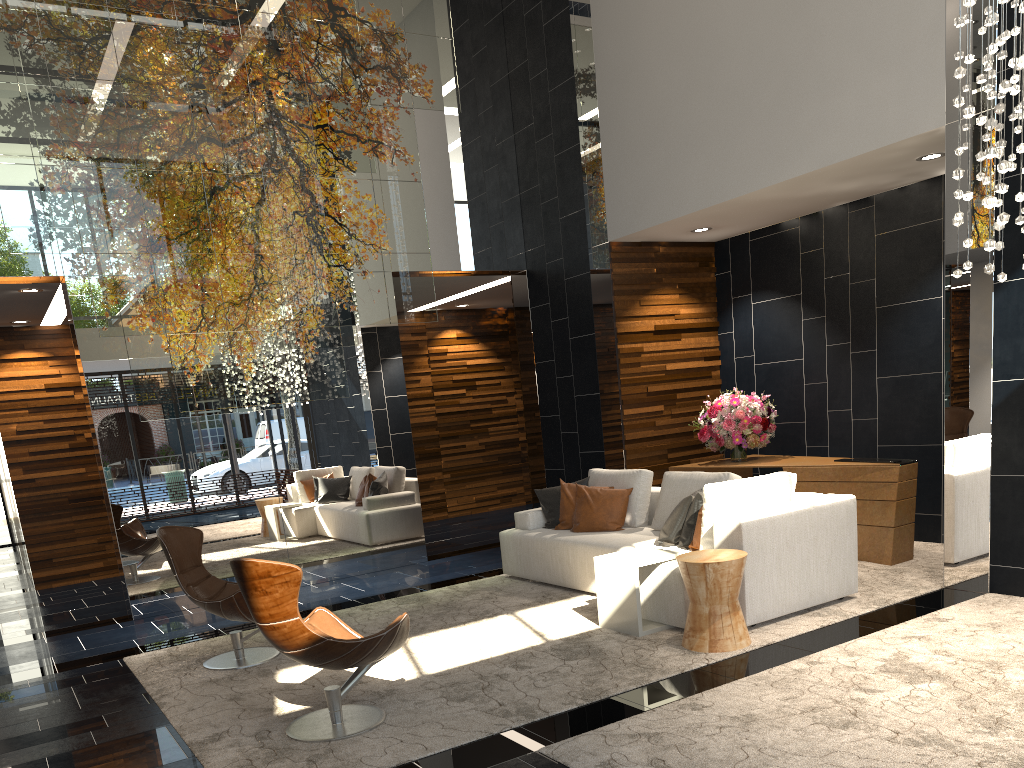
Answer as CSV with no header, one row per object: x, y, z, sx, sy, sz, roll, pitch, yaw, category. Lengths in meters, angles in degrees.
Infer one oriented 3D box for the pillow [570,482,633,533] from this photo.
0.688,0.974,6.789,0.522,0.426,0.258,-4,8,29,pillow

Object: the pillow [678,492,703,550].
1.270,0.903,5.775,0.256,0.426,0.537,-2,5,27,pillow

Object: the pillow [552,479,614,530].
0.578,0.966,6.978,0.551,0.445,0.233,-4,9,24,pillow

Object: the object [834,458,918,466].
2.842,0.599,6.714,0.238,0.027,0.702,-6,-1,-21,object

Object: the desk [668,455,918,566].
2.501,1.036,7.451,0.972,0.770,2.228,-8,1,-32,desk

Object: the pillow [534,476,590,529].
0.444,0.987,7.150,0.556,0.429,0.245,-5,8,16,pillow

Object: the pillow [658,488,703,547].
1.166,0.919,5.924,0.300,0.375,0.490,-4,4,18,pillow

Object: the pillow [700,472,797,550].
1.493,0.814,5.446,0.700,0.474,0.214,-7,9,-29,pillow

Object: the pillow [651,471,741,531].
1.322,0.857,6.255,0.285,0.449,0.713,-11,4,-31,pillow

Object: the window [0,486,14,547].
-10.329,1.469,13.460,3.889,2.931,0.058,-8,11,-30,window

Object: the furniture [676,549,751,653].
1.149,1.229,4.908,0.393,0.538,0.379,-5,7,4,furniture

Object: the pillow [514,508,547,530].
0.320,1.131,7.412,0.611,0.156,0.238,-6,2,-36,pillow

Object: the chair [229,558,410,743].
-0.872,1.212,4.165,0.678,0.959,0.761,-2,7,26,chair

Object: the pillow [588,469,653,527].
0.851,0.917,7.012,0.242,0.465,0.714,-11,5,-32,pillow

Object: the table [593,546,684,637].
0.814,1.304,5.455,0.392,0.481,0.395,-10,7,-31,table

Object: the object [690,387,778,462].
2.046,0.366,7.837,0.674,0.698,0.657,-10,7,-40,object

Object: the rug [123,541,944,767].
0.594,1.585,6.191,5.803,0.006,3.190,-5,-2,-31,rug

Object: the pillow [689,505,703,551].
1.336,0.877,5.584,0.509,0.426,0.265,-9,8,-35,pillow

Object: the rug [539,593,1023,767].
2.163,1.358,3.583,3.360,0.006,2.320,-5,-2,-31,rug

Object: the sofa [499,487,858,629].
0.947,1.197,6.418,1.268,0.702,2.831,-7,0,-32,sofa

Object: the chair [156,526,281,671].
-1.827,1.346,5.550,0.787,0.960,0.654,-6,7,-3,chair
